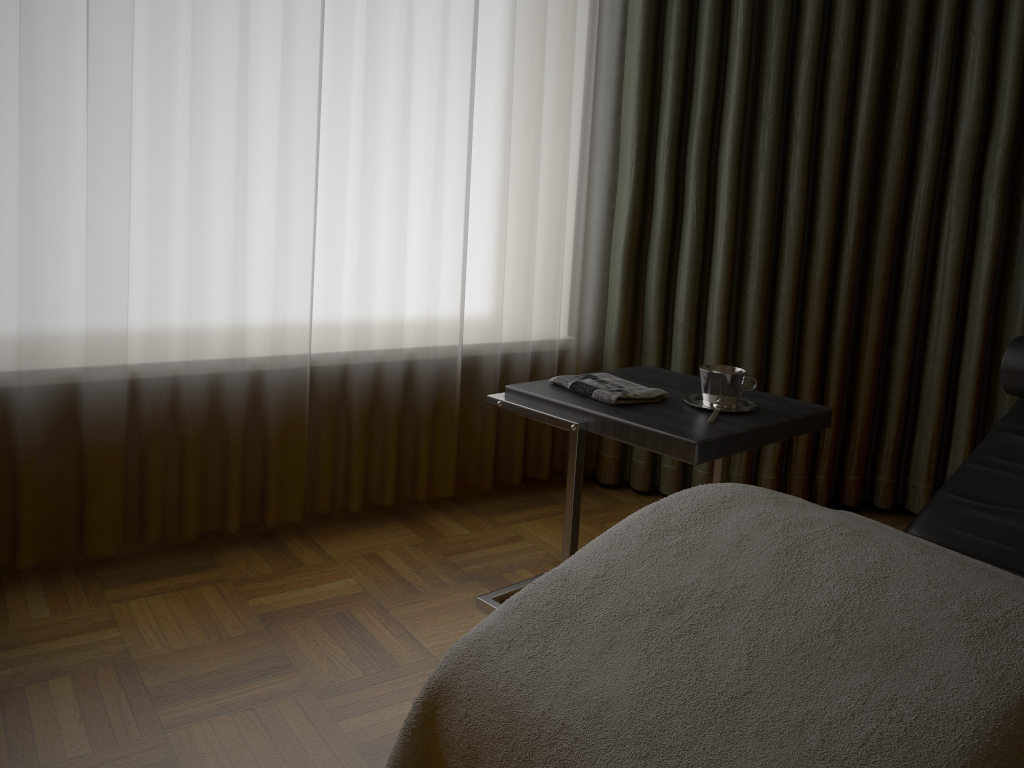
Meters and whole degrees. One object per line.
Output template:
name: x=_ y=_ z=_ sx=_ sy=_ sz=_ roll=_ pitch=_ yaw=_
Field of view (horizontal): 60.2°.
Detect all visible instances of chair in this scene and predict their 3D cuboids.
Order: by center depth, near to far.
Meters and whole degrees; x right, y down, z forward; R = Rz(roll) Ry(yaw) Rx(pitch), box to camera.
chair: x=0.805 y=0.289 z=1.412 sx=1.792 sy=0.787 sz=0.643 roll=-5 pitch=12 yaw=-34

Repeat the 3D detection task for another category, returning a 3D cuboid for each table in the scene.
table: x=0.340 y=0.049 z=1.941 sx=0.501 sy=0.044 sz=0.523 roll=-8 pitch=17 yaw=-42

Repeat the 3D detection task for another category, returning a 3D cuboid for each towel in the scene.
towel: x=0.218 y=0.009 z=1.945 sx=0.179 sy=0.035 sz=0.244 roll=-4 pitch=14 yaw=-30

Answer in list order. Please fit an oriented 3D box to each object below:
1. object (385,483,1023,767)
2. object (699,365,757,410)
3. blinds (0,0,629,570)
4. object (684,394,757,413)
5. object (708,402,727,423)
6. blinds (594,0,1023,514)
object: x=0.349 y=0.471 z=1.149 sx=0.910 sy=0.514 sz=0.929 roll=-4 pitch=13 yaw=-33
object: x=0.448 y=0.007 z=1.870 sx=0.111 sy=0.077 sz=0.099 roll=-4 pitch=13 yaw=-32
blinds: x=-0.552 y=-0.753 z=2.205 sx=2.200 sy=2.263 sz=0.093 roll=-3 pitch=10 yaw=-34
object: x=0.440 y=0.043 z=1.871 sx=0.150 sy=0.009 sz=0.152 roll=-3 pitch=14 yaw=-28
object: x=0.408 y=0.055 z=1.775 sx=0.029 sy=0.019 sz=0.125 roll=8 pitch=13 yaw=24
blinds: x=1.085 y=-0.812 z=2.616 sx=1.534 sy=2.423 sz=0.227 roll=5 pitch=8 yaw=11
